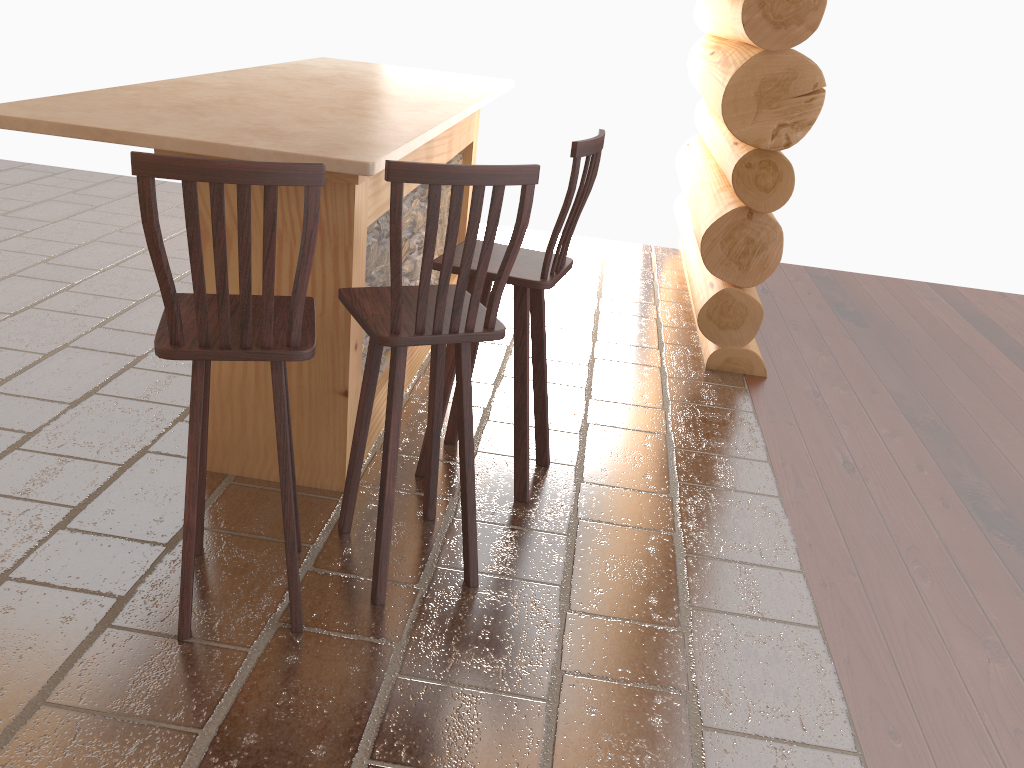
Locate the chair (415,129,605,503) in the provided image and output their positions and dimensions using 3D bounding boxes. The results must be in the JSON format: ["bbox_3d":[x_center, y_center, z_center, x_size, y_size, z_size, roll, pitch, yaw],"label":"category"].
[{"bbox_3d":[-0.015,-0.259,3.221,0.504,1.319,0.406,12,24,13],"label":"chair"}]

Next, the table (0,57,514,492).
[{"bbox_3d":[-0.834,-0.728,4.165,1.196,1.257,3.220,8,23,4],"label":"table"}]

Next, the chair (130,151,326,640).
[{"bbox_3d":[-0.731,0.021,2.387,0.406,1.319,0.504,0,24,-14],"label":"chair"}]

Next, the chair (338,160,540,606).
[{"bbox_3d":[-0.270,-0.030,2.626,0.406,1.319,0.504,-5,26,-25],"label":"chair"}]
